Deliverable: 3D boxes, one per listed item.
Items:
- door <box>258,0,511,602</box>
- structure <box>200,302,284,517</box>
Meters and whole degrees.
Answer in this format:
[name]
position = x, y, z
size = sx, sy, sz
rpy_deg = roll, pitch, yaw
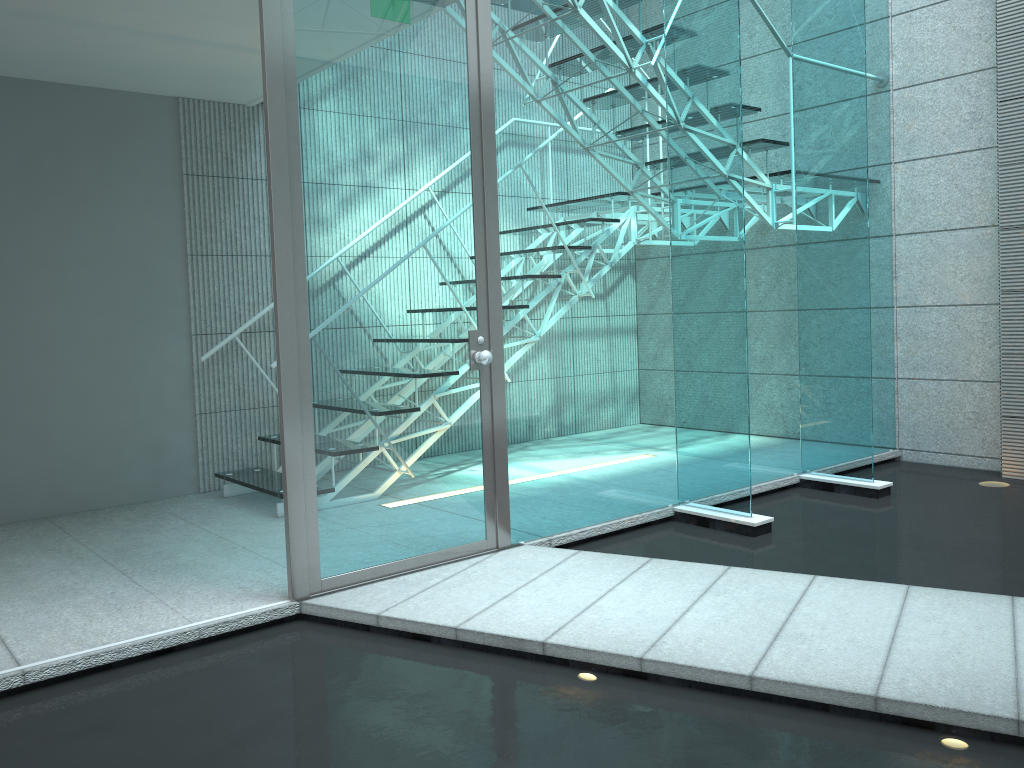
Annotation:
[door]
position = -0.371, -0.392, 2.939
size = 0.866, 2.061, 0.076
rpy_deg = -5, 4, -39
[structure]
position = 0.203, -2.528, 4.632
size = 3.300, 5.998, 1.911
rpy_deg = -5, 4, -39
